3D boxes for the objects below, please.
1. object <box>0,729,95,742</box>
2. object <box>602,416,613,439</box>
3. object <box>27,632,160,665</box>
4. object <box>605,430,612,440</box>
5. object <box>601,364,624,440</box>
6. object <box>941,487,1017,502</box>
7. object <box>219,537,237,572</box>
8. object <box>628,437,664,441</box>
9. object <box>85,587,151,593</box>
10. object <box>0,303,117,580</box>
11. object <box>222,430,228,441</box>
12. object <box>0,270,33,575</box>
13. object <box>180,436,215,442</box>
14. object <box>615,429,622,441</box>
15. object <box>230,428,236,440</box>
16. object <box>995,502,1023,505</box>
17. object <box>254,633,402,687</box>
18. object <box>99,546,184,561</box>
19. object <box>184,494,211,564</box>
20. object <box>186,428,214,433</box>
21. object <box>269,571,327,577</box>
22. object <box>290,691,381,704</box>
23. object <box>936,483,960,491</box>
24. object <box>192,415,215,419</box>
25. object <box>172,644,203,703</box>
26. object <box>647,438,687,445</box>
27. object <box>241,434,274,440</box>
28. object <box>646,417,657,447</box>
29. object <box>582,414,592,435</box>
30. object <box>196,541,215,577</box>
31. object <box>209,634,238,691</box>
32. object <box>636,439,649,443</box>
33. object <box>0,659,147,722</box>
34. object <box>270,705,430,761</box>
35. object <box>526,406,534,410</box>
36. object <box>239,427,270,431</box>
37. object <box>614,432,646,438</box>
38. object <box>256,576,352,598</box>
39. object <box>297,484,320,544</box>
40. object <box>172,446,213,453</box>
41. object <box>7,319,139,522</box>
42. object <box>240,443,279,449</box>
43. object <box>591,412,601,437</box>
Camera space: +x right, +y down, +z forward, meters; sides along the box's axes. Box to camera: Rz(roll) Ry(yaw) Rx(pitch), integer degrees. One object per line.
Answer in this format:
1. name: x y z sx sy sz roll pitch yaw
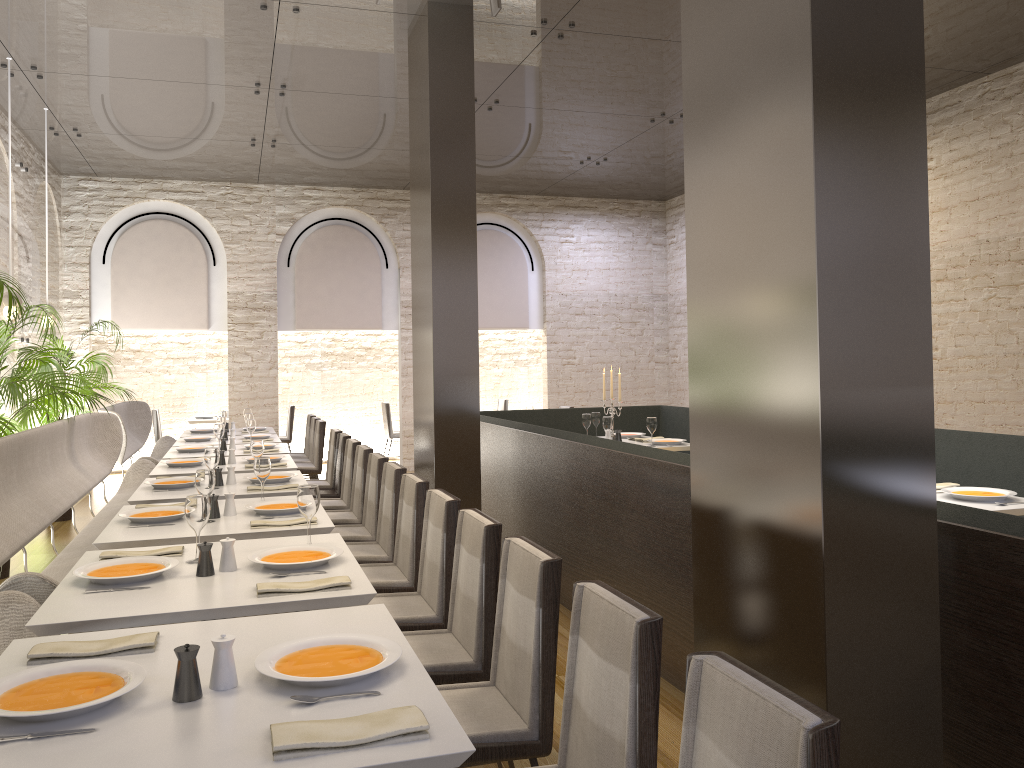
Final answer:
1. object: -0.868 0.645 1.631 0.185 0.010 0.017 -1 1 -17
2. object: 0.783 0.383 7.245 0.086 0.231 0.086 -1 -1 19
3. object: -1.003 0.633 2.140 0.273 0.033 0.142 -1 1 -17
4. object: 0.798 0.437 7.354 0.069 0.127 0.069 -1 -1 25
5. object: 0.845 0.162 7.488 0.131 0.657 0.390 -1 -1 -7
6. object: 2.202 0.525 4.184 0.321 0.036 0.321 -2 2 -41
7. object: -0.950 0.567 2.963 0.059 0.109 0.059 -1 -1 -9
8. object: 1.156 0.474 7.627 0.273 0.033 0.142 -1 1 -17
9. object: -1.205 0.627 2.713 0.185 0.010 0.017 -1 1 -17
10. object: -3.623 0.378 6.277 1.188 1.976 1.145 -1 -1 23
11. object: -2.706 0.478 8.355 0.059 0.109 0.059 -1 -1 18
12. object: -3.022 0.410 4.358 1.145 1.976 1.188 -1 -1 13
13. object: -2.959 0.522 8.347 0.321 0.036 0.322 -1 1 20
14. object: 0.882 0.435 7.355 0.069 0.127 0.069 -1 -1 25
15. object: -2.653 0.475 8.420 0.059 0.109 0.059 -1 -1 18
16. object: 2.256 0.536 3.999 0.181 0.015 0.038 -1 1 -16
17. object: -0.405 0.619 1.966 0.322 0.036 0.321 -2 2 -39
18. object: -1.341 0.615 3.221 0.273 0.033 0.142 -1 1 -17
19. object: -1.101 0.507 3.104 0.086 0.231 0.086 -1 -1 25
20. object: -3.299 0.503 9.435 0.321 0.036 0.322 -1 1 20
21. object: -0.692 0.612 2.871 0.181 0.015 0.038 -1 1 -16
22. object: -0.355 0.630 1.790 0.181 0.015 0.038 -1 1 -16
23. object: 2.124 0.526 4.522 0.273 0.033 0.142 -1 1 -17
24. object: -4.218 0.459 12.155 0.321 0.036 0.321 -1 1 18
25. object: -0.666 0.588 1.817 0.059 0.109 0.059 -1 -1 -26
26. object: 1.258 0.474 7.207 0.321 0.036 0.321 -2 2 -41
27. object: -2.446 0.509 8.505 0.321 0.036 0.322 -1 1 20
28. object: 1.113 0.381 7.047 0.086 0.231 0.086 -1 -1 19
29. object: 0.647 0.375 7.678 0.086 0.231 0.086 -1 -1 19
30. object: -1.003 0.570 2.898 0.059 0.109 0.059 -1 -1 -9
31. object: -0.613 0.586 1.882 0.059 0.109 0.059 -1 -1 -26
32. object: 1.202 0.476 7.480 0.273 0.033 0.142 -1 1 -17
33. object: -0.919 0.632 1.808 0.322 0.036 0.321 -2 2 -39
34. object: -0.299 0.632 1.623 0.273 0.033 0.142 -1 1 -17
35. object: 0.189 0.346 9.341 0.086 0.231 0.086 -1 -1 13
36. object: -2.785 0.491 9.593 0.321 0.036 0.322 -1 1 20
37. object: 1.036 0.462 7.920 0.321 0.036 0.321 0 1 31
38. object: -0.637 0.614 2.704 0.273 0.033 0.142 -1 1 -17
39. object: -0.761 0.496 3.320 0.086 0.231 0.086 -1 -1 25
40. object: -2.631 0.539 7.294 0.321 0.036 0.322 -1 1 20
41. object: -4.341 0.338 8.632 1.145 1.976 1.187 -1 -1 -37
42. object: -2.117 0.527 7.452 0.321 0.036 0.322 -1 1 20
43. object: 0.751 0.368 7.907 0.086 0.231 0.086 -2 -1 43
